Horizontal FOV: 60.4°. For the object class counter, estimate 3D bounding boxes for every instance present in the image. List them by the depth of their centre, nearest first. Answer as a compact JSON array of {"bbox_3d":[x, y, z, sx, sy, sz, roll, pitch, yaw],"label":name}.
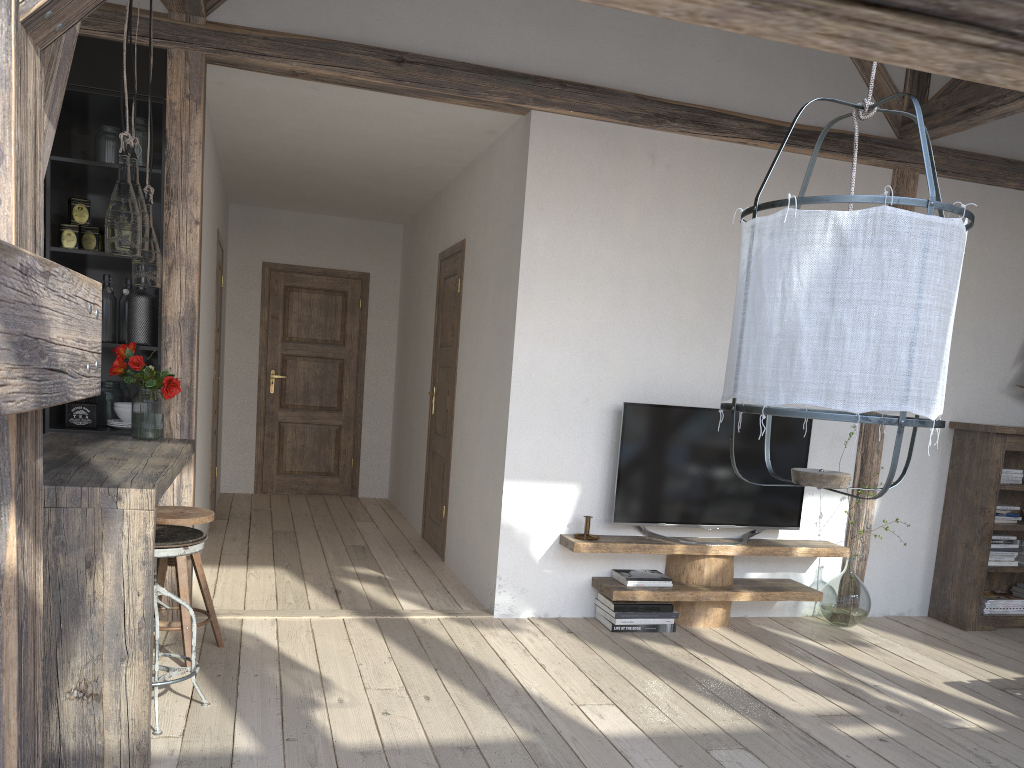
[{"bbox_3d":[-2.035,0.658,1.948,2.245,0.862,3.770,4,1,-16],"label":"counter"}]

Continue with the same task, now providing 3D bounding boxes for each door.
[{"bbox_3d":[-0.479,0.118,6.015,0.082,2.098,0.828,2,7,-16],"label":"door"},{"bbox_3d":[-2.156,-0.014,6.410,0.082,2.098,0.828,2,7,-16],"label":"door"},{"bbox_3d":[-1.817,-0.004,7.990,0.942,2.099,0.080,2,8,-16],"label":"door"}]

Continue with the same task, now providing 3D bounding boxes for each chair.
[{"bbox_3d":[-1.229,0.814,2.994,0.352,0.645,0.350,6,6,17],"label":"chair"},{"bbox_3d":[-1.388,0.815,3.585,0.341,0.603,0.337,5,6,4],"label":"chair"}]

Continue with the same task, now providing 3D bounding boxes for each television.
[{"bbox_3d":[1.062,0.483,4.642,1.104,0.716,0.203,4,7,-16],"label":"television"}]

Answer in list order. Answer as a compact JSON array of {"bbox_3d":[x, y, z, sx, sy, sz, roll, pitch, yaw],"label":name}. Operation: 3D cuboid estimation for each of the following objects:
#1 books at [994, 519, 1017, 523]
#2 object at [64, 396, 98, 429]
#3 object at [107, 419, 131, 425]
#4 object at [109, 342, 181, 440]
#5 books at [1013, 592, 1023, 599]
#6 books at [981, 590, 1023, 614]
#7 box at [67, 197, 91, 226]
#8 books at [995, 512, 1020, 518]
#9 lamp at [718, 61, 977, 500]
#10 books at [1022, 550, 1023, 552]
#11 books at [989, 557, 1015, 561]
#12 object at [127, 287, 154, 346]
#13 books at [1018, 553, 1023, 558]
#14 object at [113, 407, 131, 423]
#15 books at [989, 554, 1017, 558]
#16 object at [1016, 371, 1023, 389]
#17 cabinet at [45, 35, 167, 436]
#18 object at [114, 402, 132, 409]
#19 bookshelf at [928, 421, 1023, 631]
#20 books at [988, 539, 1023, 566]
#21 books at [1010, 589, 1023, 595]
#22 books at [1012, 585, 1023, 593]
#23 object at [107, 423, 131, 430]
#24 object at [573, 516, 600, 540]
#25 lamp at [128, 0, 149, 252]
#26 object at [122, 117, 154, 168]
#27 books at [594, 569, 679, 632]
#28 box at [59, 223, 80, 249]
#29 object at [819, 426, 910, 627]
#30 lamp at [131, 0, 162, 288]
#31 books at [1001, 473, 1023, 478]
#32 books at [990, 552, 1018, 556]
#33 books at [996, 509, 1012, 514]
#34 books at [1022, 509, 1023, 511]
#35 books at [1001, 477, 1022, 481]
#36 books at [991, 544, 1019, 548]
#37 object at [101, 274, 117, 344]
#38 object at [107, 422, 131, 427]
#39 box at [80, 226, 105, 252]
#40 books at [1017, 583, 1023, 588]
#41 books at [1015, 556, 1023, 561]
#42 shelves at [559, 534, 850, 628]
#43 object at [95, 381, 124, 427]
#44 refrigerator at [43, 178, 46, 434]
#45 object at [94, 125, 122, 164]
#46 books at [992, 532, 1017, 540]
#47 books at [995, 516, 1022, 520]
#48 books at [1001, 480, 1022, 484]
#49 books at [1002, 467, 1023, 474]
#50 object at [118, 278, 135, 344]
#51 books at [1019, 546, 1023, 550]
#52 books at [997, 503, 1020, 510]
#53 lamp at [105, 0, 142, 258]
[{"bbox_3d":[2.827,0.790,5.142,0.185,0.020,0.138,4,1,-21],"label":"books"},{"bbox_3d":[-1.942,0.115,3.969,0.134,0.167,0.132,2,5,-26],"label":"object"},{"bbox_3d":[-1.757,0.184,4.073,0.213,0.025,0.214,5,1,37],"label":"object"},{"bbox_3d":[-1.581,0.032,3.813,0.310,0.420,0.249,6,6,17],"label":"object"},{"bbox_3d":[3.166,1.284,5.301,0.225,0.021,0.156,4,1,-15],"label":"books"},{"bbox_3d":[2.840,1.286,5.200,0.317,0.089,0.235,4,2,-16],"label":"books"},{"bbox_3d":[-1.896,-0.751,3.854,0.083,0.115,0.082,1,6,-36],"label":"box"},{"bbox_3d":[2.818,0.751,5.134,0.208,0.021,0.145,4,1,-1],"label":"books"},{"bbox_3d":[0.655,-0.748,1.557,0.405,1.921,0.396,8,8,25],"label":"lamp"},{"bbox_3d":[3.106,0.990,5.223,0.185,0.019,0.138,4,1,-16],"label":"books"},{"bbox_3d":[2.792,1.008,5.152,0.219,0.021,0.156,4,1,-16],"label":"books"},{"bbox_3d":[-1.660,-0.348,3.937,0.108,0.355,0.107,6,7,14],"label":"object"},{"bbox_3d":[3.110,1.020,5.233,0.219,0.017,0.155,4,1,-11],"label":"books"},{"bbox_3d":[-1.755,0.152,4.069,0.162,0.086,0.161,4,2,-3],"label":"object"},{"bbox_3d":[2.799,0.989,5.146,0.220,0.017,0.155,4,1,-16],"label":"books"},{"bbox_3d":[3.309,-0.226,5.109,0.791,1.006,0.138,3,8,-11],"label":"object"},{"bbox_3d":[-2.094,-0.184,2.011,2.096,2.536,4.166,3,3,-16],"label":"cabinet"},{"bbox_3d":[-1.753,0.133,4.066,0.162,0.086,0.161,4,2,-3],"label":"object"},{"bbox_3d":[3.326,0.867,5.257,1.626,1.191,0.342,3,7,-16],"label":"bookshelf"},{"bbox_3d":[2.951,0.979,5.198,0.549,0.154,0.204,4,3,-16],"label":"books"},{"bbox_3d":[3.172,1.267,5.315,0.230,0.013,0.171,4,1,-13],"label":"books"},{"bbox_3d":[3.172,1.248,5.313,0.221,0.025,0.172,4,1,-21],"label":"books"},{"bbox_3d":[-1.758,0.200,4.075,0.213,0.025,0.214,5,1,32],"label":"object"},{"bbox_3d":[0.384,0.732,4.493,0.139,0.114,0.138,2,4,-33],"label":"object"},{"bbox_3d":[-1.215,-1.084,2.995,0.240,1.255,0.106,4,8,-4],"label":"lamp"},{"bbox_3d":[-1.622,-1.038,3.815,0.125,0.209,0.123,3,6,-11],"label":"object"},{"bbox_3d":[0.650,1.127,4.582,0.360,0.268,0.287,3,4,-16],"label":"books"},{"bbox_3d":[-1.941,-0.641,3.871,0.083,0.115,0.081,3,5,-16],"label":"box"},{"bbox_3d":[1.997,0.797,4.919,0.516,1.135,0.271,1,8,-29],"label":"object"},{"bbox_3d":[-1.297,-1.041,3.301,0.226,1.360,0.107,2,8,-14],"label":"lamp"},{"bbox_3d":[2.811,0.519,5.100,0.219,0.021,0.156,4,1,-16],"label":"books"},{"bbox_3d":[2.795,0.971,5.126,0.219,0.017,0.155,4,1,-11],"label":"books"},{"bbox_3d":[2.826,0.731,5.131,0.131,0.021,0.199,5,1,40],"label":"books"},{"bbox_3d":[3.220,0.772,5.231,0.258,0.009,0.202,4,1,-4],"label":"books"},{"bbox_3d":[2.817,0.540,5.086,0.185,0.019,0.138,4,1,-16],"label":"books"},{"bbox_3d":[2.806,0.931,5.129,0.219,0.021,0.156,4,1,-21],"label":"books"},{"bbox_3d":[-1.805,-0.335,3.916,0.086,0.306,0.084,1,8,-24],"label":"object"},{"bbox_3d":[-1.757,0.192,4.074,0.213,0.025,0.214,5,1,42],"label":"object"},{"bbox_3d":[-1.856,-0.635,3.892,0.083,0.115,0.081,4,5,-6],"label":"box"},{"bbox_3d":[3.181,1.226,5.308,0.199,0.021,0.131,4,1,-17],"label":"books"},{"bbox_3d":[3.091,1.036,5.231,0.220,0.017,0.155,4,1,-16],"label":"books"},{"bbox_3d":[1.040,1.065,4.680,1.605,0.457,0.326,4,5,-16],"label":"shelves"},{"bbox_3d":[-1.905,0.095,4.162,0.125,0.209,0.123,1,7,-29],"label":"object"},{"bbox_3d":[-2.597,0.031,3.992,0.945,1.948,0.838,3,7,-16],"label":"refrigerator"},{"bbox_3d":[-1.766,-1.033,3.867,0.125,0.175,0.125,7,6,23],"label":"object"},{"bbox_3d":[2.804,0.882,5.116,0.185,0.019,0.138,4,1,-16],"label":"books"},{"bbox_3d":[2.824,0.771,5.139,0.220,0.017,0.155,4,1,-16],"label":"books"},{"bbox_3d":[2.810,0.557,5.107,0.220,0.017,0.155,4,1,-21],"label":"books"},{"bbox_3d":[2.811,0.495,5.104,0.219,0.021,0.156,4,1,-16],"label":"books"},{"bbox_3d":[-1.763,-0.333,4.047,0.085,0.306,0.085,8,8,30],"label":"object"},{"bbox_3d":[3.108,0.973,5.250,0.219,0.017,0.155,4,1,-11],"label":"books"},{"bbox_3d":[2.833,0.713,5.132,0.185,0.019,0.138,4,1,-16],"label":"books"},{"bbox_3d":[-1.131,-1.049,2.724,0.225,1.306,0.106,2,8,-14],"label":"lamp"}]
